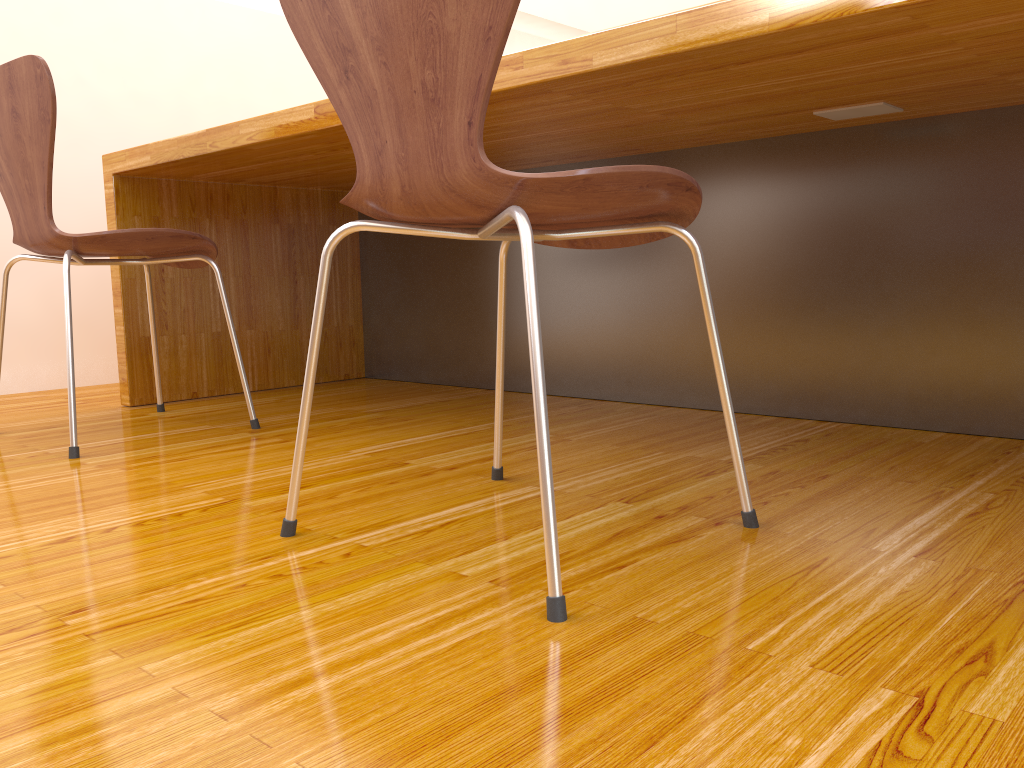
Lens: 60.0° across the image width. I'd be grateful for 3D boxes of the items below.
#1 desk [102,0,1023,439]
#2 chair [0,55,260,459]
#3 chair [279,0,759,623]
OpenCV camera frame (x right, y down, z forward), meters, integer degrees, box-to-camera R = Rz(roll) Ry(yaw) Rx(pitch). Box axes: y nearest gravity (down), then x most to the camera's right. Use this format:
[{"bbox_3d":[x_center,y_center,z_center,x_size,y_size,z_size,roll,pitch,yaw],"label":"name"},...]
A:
[{"bbox_3d":[0.696,-0.139,1.687,3.243,0.785,1.527,5,9,42],"label":"desk"},{"bbox_3d":[-0.804,-0.243,1.776,0.428,0.693,0.381,5,9,42],"label":"chair"},{"bbox_3d":[0.000,-0.168,1.000,0.428,0.693,0.381,5,9,42],"label":"chair"}]
